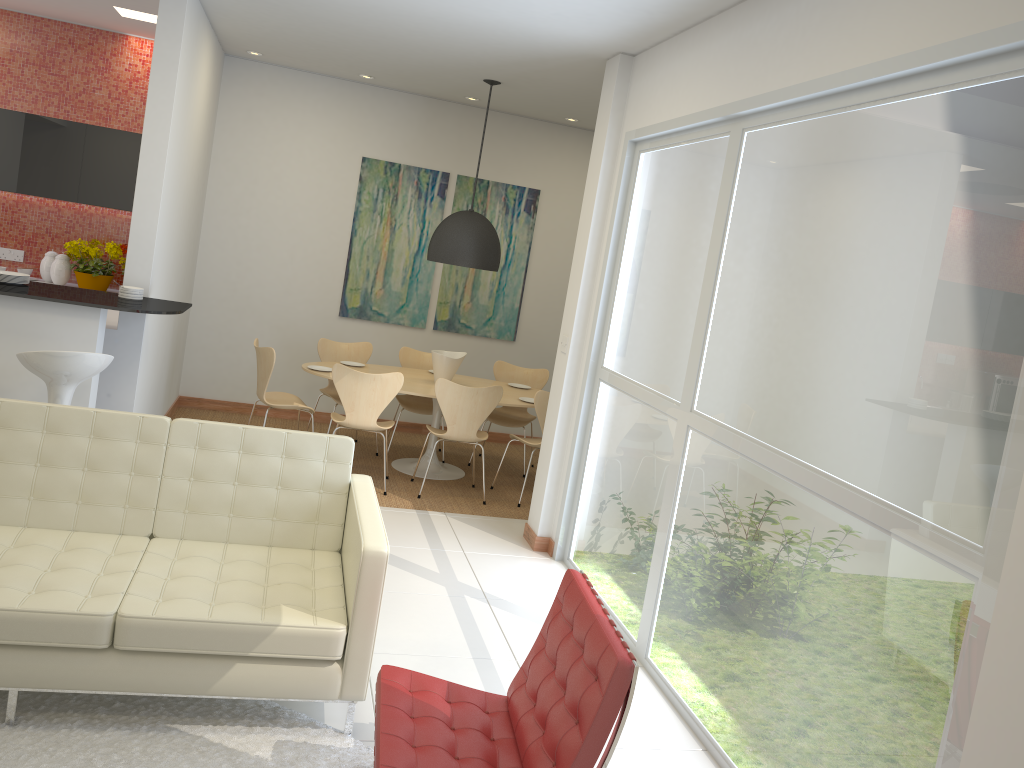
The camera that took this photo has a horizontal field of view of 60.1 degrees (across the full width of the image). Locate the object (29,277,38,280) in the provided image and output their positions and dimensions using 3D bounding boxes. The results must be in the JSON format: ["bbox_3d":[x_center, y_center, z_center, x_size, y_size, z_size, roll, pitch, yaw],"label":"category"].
[{"bbox_3d":[-4.143,-0.898,7.515,0.218,0.014,0.220,8,8,-9],"label":"object"}]

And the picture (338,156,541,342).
[{"bbox_3d":[-0.678,-1.265,8.480,1.735,1.500,0.020,8,5,-14],"label":"picture"}]

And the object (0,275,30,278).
[{"bbox_3d":[-2.943,-0.635,5.187,0.211,0.015,0.210,14,9,29],"label":"object"}]

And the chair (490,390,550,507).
[{"bbox_3d":[0.242,0.465,6.939,0.520,0.902,0.520,6,7,-31],"label":"chair"}]

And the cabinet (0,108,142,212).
[{"bbox_3d":[-4.395,-1.967,7.341,3.236,0.656,0.354,7,6,-14],"label":"cabinet"}]

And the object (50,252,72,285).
[{"bbox_3d":[-3.785,-0.964,7.433,0.160,0.282,0.159,14,7,37],"label":"object"}]

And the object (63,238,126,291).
[{"bbox_3d":[-3.523,-1.017,7.486,0.521,0.446,0.507,8,7,-12],"label":"object"}]

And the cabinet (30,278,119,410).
[{"bbox_3d":[-4.450,-0.287,6.431,3.328,0.979,2.515,7,8,-14],"label":"cabinet"}]

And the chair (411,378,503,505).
[{"bbox_3d":[-0.414,0.392,6.685,0.520,0.902,0.519,8,6,-14],"label":"chair"}]

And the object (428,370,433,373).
[{"bbox_3d":[-0.634,-0.096,7.812,0.210,0.015,0.211,10,8,3],"label":"object"}]

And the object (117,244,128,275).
[{"bbox_3d":[-3.120,-0.965,7.592,0.501,0.446,0.527,5,8,-34],"label":"object"}]

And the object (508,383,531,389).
[{"bbox_3d":[0.065,0.021,7.804,0.209,0.015,0.212,4,10,-36],"label":"object"}]

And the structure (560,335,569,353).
[{"bbox_3d":[0.337,-0.258,5.712,0.013,0.104,0.115,8,7,-14],"label":"structure"}]

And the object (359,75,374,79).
[{"bbox_3d":[-1.281,-2.706,7.797,0.130,0.010,0.129,14,9,30],"label":"object"}]

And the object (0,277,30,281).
[{"bbox_3d":[-2.945,-0.622,5.188,0.211,0.015,0.210,14,9,29],"label":"object"}]

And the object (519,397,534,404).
[{"bbox_3d":[0.158,0.137,7.106,0.212,0.015,0.210,16,11,40],"label":"object"}]

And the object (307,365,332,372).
[{"bbox_3d":[-1.501,-0.118,6.952,0.210,0.015,0.211,11,8,8],"label":"object"}]

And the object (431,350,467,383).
[{"bbox_3d":[-0.545,-0.138,7.272,0.272,0.278,0.261,12,7,21],"label":"object"}]

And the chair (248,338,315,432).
[{"bbox_3d":[-1.777,0.147,6.815,0.514,0.902,0.525,6,6,-30],"label":"chair"}]

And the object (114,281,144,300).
[{"bbox_3d":[-2.349,-0.579,5.426,0.173,0.097,0.141,7,8,-21],"label":"object"}]

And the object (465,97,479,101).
[{"bbox_3d":[-0.363,-2.586,8.029,0.130,0.010,0.129,14,9,30],"label":"object"}]

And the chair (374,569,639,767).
[{"bbox_3d":[-0.063,1.056,2.739,0.705,0.813,0.705,8,6,-9],"label":"chair"}]

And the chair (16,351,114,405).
[{"bbox_3d":[-2.406,0.289,4.668,0.455,1.016,0.468,7,6,-28],"label":"chair"}]

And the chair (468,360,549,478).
[{"bbox_3d":[-0.015,0.290,7.865,0.522,0.902,0.517,10,6,10],"label":"chair"}]

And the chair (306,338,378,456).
[{"bbox_3d":[-1.410,0.104,7.542,0.520,0.902,0.520,6,7,-35],"label":"chair"}]

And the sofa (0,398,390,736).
[{"bbox_3d":[-1.821,0.615,3.357,2.559,0.918,1.008,8,7,-14],"label":"sofa"}]

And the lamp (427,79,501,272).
[{"bbox_3d":[-0.281,-1.691,7.146,0.593,1.486,0.598,8,5,-12],"label":"lamp"}]

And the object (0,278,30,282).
[{"bbox_3d":[-2.947,-0.615,5.188,0.211,0.015,0.210,14,9,29],"label":"object"}]

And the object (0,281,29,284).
[{"bbox_3d":[-2.949,-0.601,5.190,0.211,0.015,0.210,14,9,29],"label":"object"}]

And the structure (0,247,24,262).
[{"bbox_3d":[-4.323,-1.115,7.639,0.198,0.098,0.016,8,5,-14],"label":"structure"}]

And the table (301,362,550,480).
[{"bbox_3d":[-0.642,0.351,7.326,2.257,0.725,1.290,8,7,-13],"label":"table"}]

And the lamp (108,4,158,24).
[{"bbox_3d":[-2.852,-2.848,6.819,0.407,0.034,0.412,7,8,-14],"label":"lamp"}]

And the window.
[{"bbox_3d":[0.923,0.091,3.905,0.121,2.700,3.460,8,7,-14],"label":"window"}]

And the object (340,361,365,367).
[{"bbox_3d":[-1.346,-0.166,7.472,0.210,0.015,0.211,11,8,8],"label":"object"}]

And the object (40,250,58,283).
[{"bbox_3d":[-3.933,-1.005,7.548,0.160,0.282,0.159,14,7,37],"label":"object"}]

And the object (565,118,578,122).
[{"bbox_3d":[0.556,-2.466,8.261,0.130,0.010,0.129,14,9,30],"label":"object"}]

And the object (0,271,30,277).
[{"bbox_3d":[-2.942,-0.642,5.186,0.211,0.015,0.210,14,9,29],"label":"object"}]

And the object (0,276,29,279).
[{"bbox_3d":[-2.944,-0.629,5.187,0.211,0.015,0.210,14,9,29],"label":"object"}]

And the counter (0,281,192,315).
[{"bbox_3d":[-3.388,-0.626,4.957,2.958,0.019,0.741,7,8,-14],"label":"counter"}]

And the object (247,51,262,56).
[{"bbox_3d":[-2.200,-2.826,7.565,0.130,0.010,0.129,14,9,30],"label":"object"}]

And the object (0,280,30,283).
[{"bbox_3d":[-2.948,-0.608,5.189,0.211,0.015,0.210,14,9,29],"label":"object"}]

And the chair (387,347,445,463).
[{"bbox_3d":[-0.795,0.170,7.792,0.520,0.902,0.519,8,6,-10],"label":"chair"}]

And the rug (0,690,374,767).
[{"bbox_3d":[-1.721,1.263,2.235,3.321,0.004,2.463,8,8,-13],"label":"rug"}]

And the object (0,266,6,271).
[{"bbox_3d":[-4.250,-0.928,7.316,0.121,0.084,0.121,10,7,6],"label":"object"}]

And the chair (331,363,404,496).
[{"bbox_3d":[-1.109,0.298,6.538,0.521,0.902,0.519,9,6,-7],"label":"chair"}]

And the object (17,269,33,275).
[{"bbox_3d":[-4.136,-0.937,7.512,0.122,0.084,0.121,15,9,40],"label":"object"}]
